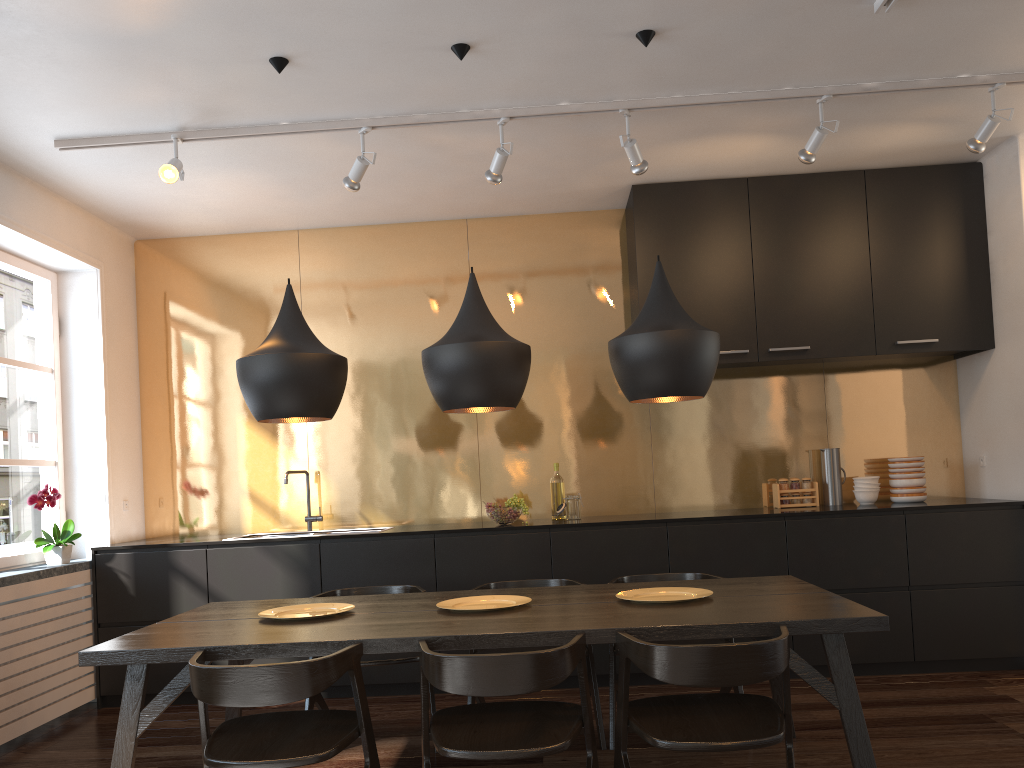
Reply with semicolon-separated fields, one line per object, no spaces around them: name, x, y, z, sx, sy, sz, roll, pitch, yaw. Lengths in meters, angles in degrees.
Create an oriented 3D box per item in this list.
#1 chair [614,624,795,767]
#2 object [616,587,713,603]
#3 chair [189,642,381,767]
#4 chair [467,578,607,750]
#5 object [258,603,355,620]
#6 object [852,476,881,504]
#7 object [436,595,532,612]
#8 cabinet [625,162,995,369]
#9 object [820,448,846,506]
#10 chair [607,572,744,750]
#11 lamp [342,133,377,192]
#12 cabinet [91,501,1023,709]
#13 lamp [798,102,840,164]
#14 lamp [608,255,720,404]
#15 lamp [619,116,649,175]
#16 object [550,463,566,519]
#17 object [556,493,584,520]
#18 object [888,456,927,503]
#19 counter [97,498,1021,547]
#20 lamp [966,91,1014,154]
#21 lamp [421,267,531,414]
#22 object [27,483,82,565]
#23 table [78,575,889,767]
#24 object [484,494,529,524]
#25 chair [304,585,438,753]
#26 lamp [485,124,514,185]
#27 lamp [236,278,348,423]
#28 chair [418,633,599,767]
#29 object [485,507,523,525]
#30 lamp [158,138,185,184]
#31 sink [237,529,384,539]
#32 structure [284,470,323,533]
chair;0.593;1.070;2.648;0.593;0.669;0.522;-3;-3;1
object;0.562;0.783;3.269;0.356;0.016;0.357;-4;-6;6
chair;-0.700;1.142;2.698;0.593;0.669;0.521;-3;-3;1
chair;0.085;1.229;3.907;0.593;0.669;0.522;-3;-3;1
object;-0.770;0.859;3.326;0.356;0.016;0.357;-4;-6;6
object;2.094;0.628;5.220;0.158;0.159;0.154;-5;-4;30
object;-0.104;0.821;3.298;0.355;0.016;0.358;-1;-6;-17
cabinet;1.696;-0.643;5.203;1.955;1.047;0.533;-3;-3;2
object;1.925;0.554;5.285;0.164;0.339;0.114;-3;-2;6
chair;0.692;1.195;3.881;0.593;0.669;0.521;-3;-3;2
lamp;-0.681;-1.015;4.036;0.252;0.238;0.085;-7;-4;43
cabinet;0.241;1.244;5.119;5.064;0.898;0.735;-3;-3;2
lamp;1.382;-1.130;3.959;0.085;0.239;0.252;-2;-4;-27
lamp;0.560;-0.210;3.290;0.411;0.539;0.412;0;-4;-40
lamp;1.041;-0.239;4.606;0.089;1.841;1.836;-4;-4;36
object;0.277;0.648;5.366;0.092;0.338;0.092;-2;-2;-31
object;0.343;0.721;5.200;0.176;0.151;0.088;-1;-3;-20
object;2.320;0.561;5.189;0.198;0.263;0.198;-2;-4;-23
counter;0.218;0.797;5.133;5.061;0.002;0.735;-3;-6;2
lamp;2.133;-1.172;3.928;0.085;0.239;0.252;-2;-4;-22
lamp;-0.137;-0.171;3.319;0.410;0.539;0.413;-2;-4;-21
object;-2.420;0.744;4.697;0.229;0.435;0.408;-2;-4;-21
table;-0.071;1.163;3.249;2.500;0.677;1.111;-3;-5;2
object;-0.035;0.710;5.016;0.239;0.172;0.178;-2;-4;-13
chair;-0.623;1.272;3.965;0.593;0.669;0.522;-3;-3;-1
lamp;-0.042;-1.049;4.017;0.085;0.239;0.252;-2;-4;-32
lamp;-0.833;-0.131;3.349;0.412;0.539;0.411;-5;-4;36
chair;-0.019;1.105;2.674;0.593;0.669;0.521;-3;-3;3
object;-0.044;0.750;5.029;0.219;0.096;0.220;2;-7;-40
lamp;-1.510;-0.982;3.929;0.085;0.239;0.252;-3;-4;-11
sink;0.084;0.778;5.098;3.414;0.243;0.484;-3;-5;1
structure;-1.248;0.710;5.313;0.109;0.384;0.266;-4;-3;18
